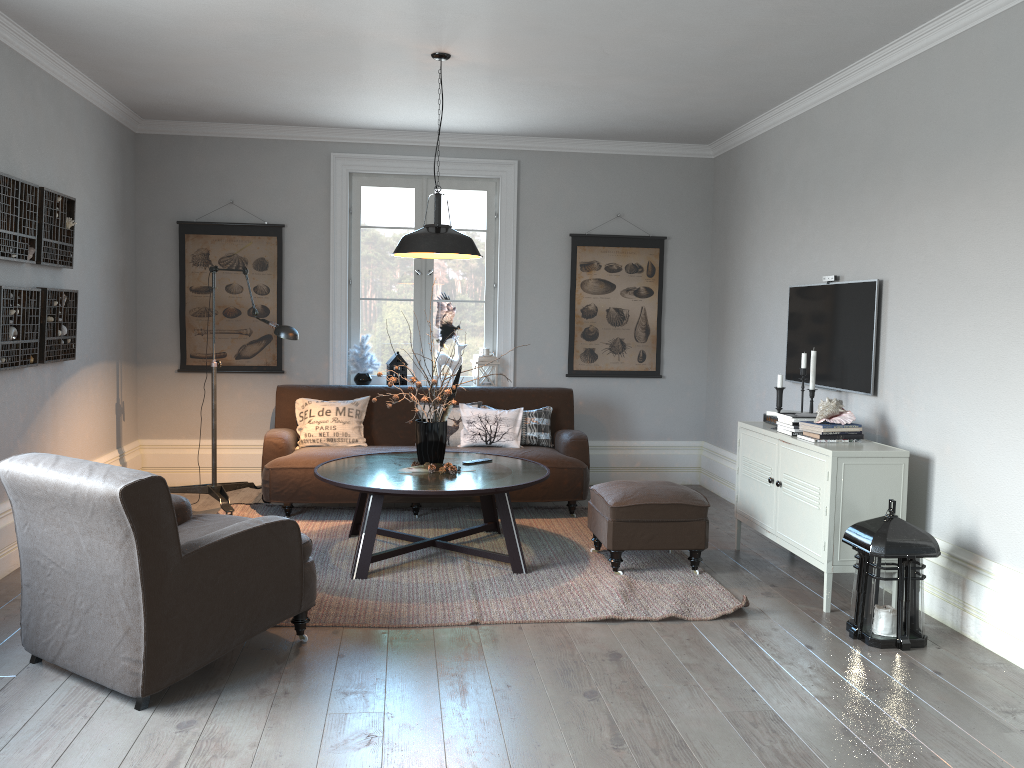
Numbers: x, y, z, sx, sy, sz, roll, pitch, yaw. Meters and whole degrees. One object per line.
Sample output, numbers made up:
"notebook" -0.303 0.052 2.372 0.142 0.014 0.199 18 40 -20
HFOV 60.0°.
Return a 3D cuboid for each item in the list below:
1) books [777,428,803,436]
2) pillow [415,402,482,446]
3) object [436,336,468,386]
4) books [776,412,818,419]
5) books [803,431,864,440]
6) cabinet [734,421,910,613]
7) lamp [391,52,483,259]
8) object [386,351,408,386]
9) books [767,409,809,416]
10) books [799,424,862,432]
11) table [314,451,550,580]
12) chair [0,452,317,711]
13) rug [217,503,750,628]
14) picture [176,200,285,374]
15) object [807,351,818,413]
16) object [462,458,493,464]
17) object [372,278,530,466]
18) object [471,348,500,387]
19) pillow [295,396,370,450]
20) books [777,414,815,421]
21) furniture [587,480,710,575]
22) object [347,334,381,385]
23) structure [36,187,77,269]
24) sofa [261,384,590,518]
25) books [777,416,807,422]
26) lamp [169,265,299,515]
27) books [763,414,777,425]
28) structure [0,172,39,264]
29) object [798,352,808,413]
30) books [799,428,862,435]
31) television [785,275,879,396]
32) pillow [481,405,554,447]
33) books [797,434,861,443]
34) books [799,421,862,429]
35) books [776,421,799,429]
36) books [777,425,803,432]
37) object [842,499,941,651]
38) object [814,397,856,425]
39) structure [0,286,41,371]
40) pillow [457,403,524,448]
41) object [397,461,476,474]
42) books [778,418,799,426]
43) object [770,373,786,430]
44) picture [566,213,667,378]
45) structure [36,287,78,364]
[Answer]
"books" 1.565 0.252 4.674 0.271 0.022 0.200 1 4 -5
"pillow" -0.448 0.295 6.233 0.472 0.347 0.159 0 4 -10
"object" -0.464 -0.165 6.849 0.239 0.409 0.128 0 4 -11
"books" 1.560 0.167 4.671 0.263 0.008 0.212 1 4 -6
"books" 1.605 0.253 4.442 0.238 0.027 0.175 0 4 -10
"cabinet" 1.561 0.641 4.670 0.408 0.757 1.153 1 4 -7
"lamp" -0.399 -1.236 4.819 0.504 1.075 0.504 5 5 40
"object" -0.894 -0.112 6.880 0.155 0.284 0.155 0 4 -17
"books" 1.589 0.170 5.093 0.199 0.024 0.161 4 5 37
"books" 1.590 0.218 4.431 0.235 0.017 0.185 0 5 -20
"table" -0.442 0.719 4.953 1.300 0.503 1.300 0 4 -14
"chair" -1.313 0.655 3.463 0.807 0.795 0.970 4 5 34
"rug" -0.422 0.911 5.005 2.818 0.090 2.401 1 4 -7
"picture" -2.129 -0.739 6.732 0.793 1.312 0.057 1 4 -7
"object" 1.647 0.026 4.864 0.066 0.457 0.066 -2 5 -39
"object" -0.201 0.452 5.189 0.051 0.011 0.207 5 6 43
"object" -0.315 -0.053 4.848 0.853 1.065 0.525 -2 5 -36
"object" -0.207 -0.122 6.942 0.193 0.321 0.193 0 4 -13
"pillow" -1.254 0.271 6.173 0.519 0.368 0.240 1 4 -7
"books" 1.558 0.176 4.664 0.260 0.010 0.196 0 4 -9
"furniture" 0.738 0.767 4.845 0.583 0.439 0.574 1 4 -7
"object" -1.161 -0.185 6.834 0.263 0.423 0.248 3 5 29
"structure" -2.563 -0.868 4.991 0.105 0.415 0.468 1 4 -7
"sofa" -0.582 0.454 6.159 2.165 0.824 0.969 1 4 -7
"books" 1.562 0.186 4.664 0.265 0.010 0.196 1 4 -7
"lamp" -2.057 0.035 5.983 1.864 1.644 0.797 4 5 30
"books" 1.597 0.208 5.070 0.218 0.049 0.276 1 4 -7
"structure" -2.522 -0.826 4.458 0.099 0.415 0.468 1 4 -7
"object" 1.571 0.041 4.792 0.092 0.431 0.092 5 5 42
"books" 1.592 0.233 4.438 0.235 0.014 0.185 0 4 -18
"television" 1.838 -0.297 5.139 0.041 0.657 1.063 1 4 -7
"pillow" 0.037 0.301 6.330 0.542 0.288 0.183 1 4 -6
"books" 1.588 0.273 4.449 0.243 0.014 0.196 1 4 -7
"books" 1.589 0.202 4.435 0.235 0.014 0.185 0 5 -20
"books" 1.566 0.217 4.673 0.271 0.016 0.222 1 4 -7
"books" 1.558 0.233 4.665 0.253 0.016 0.200 0 4 -9
"object" 1.609 0.787 3.784 0.323 0.599 0.323 1 4 -7
"object" 1.595 0.132 4.438 0.194 0.127 0.192 0 4 -14
"structure" -2.519 -0.286 4.503 0.086 0.415 0.468 1 4 -7
"pillow" -0.149 0.295 6.194 0.471 0.309 0.188 1 4 -6
"object" -0.410 0.451 4.846 0.404 0.067 0.153 2 4 10
"books" 1.557 0.200 4.668 0.251 0.019 0.200 1 4 -5
"object" 1.467 0.095 4.867 0.083 0.311 0.083 -1 5 -30
"picture" 0.835 -0.707 7.098 0.793 1.312 0.057 1 4 -7
"structure" -2.586 -0.335 5.046 0.086 0.415 0.468 1 4 -7
